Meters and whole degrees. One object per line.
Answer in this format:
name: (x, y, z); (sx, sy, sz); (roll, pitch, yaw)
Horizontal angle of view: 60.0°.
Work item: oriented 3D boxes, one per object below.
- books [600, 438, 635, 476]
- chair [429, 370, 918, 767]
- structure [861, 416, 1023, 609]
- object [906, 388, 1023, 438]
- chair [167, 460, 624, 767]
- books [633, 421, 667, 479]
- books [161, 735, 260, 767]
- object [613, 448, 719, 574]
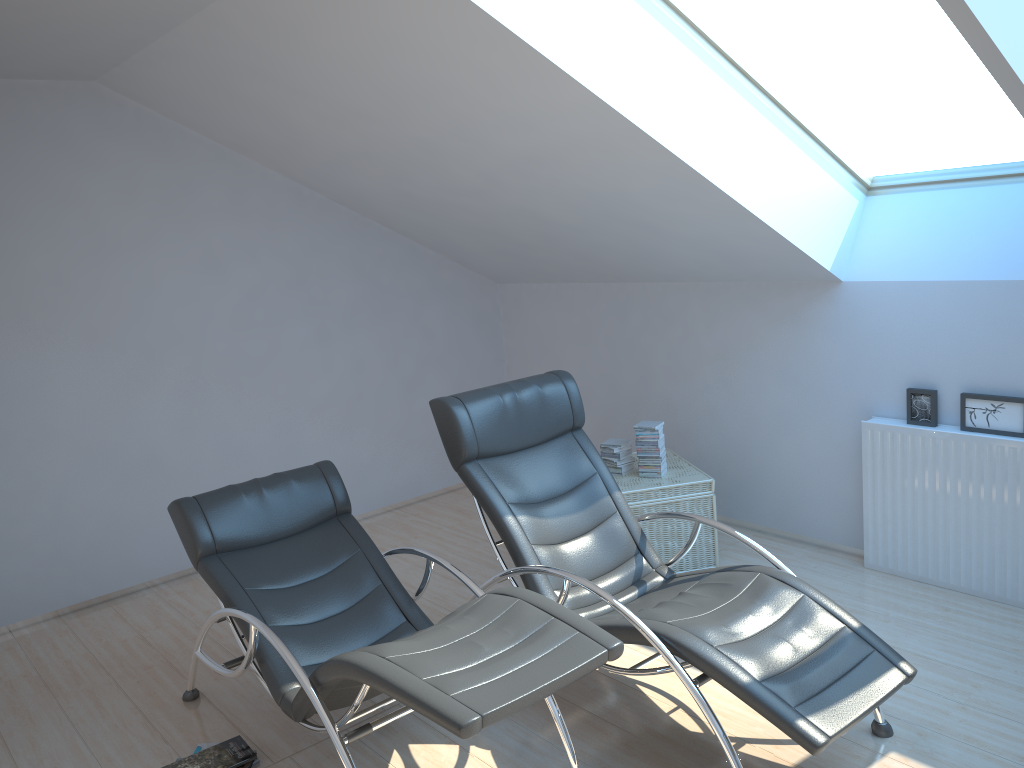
books: (0.600, 0.419, 5.061); (0.162, 0.184, 0.165); (-14, 13, -39)
chair: (0.512, 0.673, 3.527); (0.836, 1.251, 1.938); (-13, 13, -38)
structure: (2.293, 0.626, 4.152); (0.120, 0.800, 1.324); (-13, 13, -38)
object: (2.248, 0.144, 4.108); (0.030, 0.180, 0.846); (-13, 13, -38)
chair: (-0.546, 0.956, 3.348); (0.836, 0.953, 2.114); (-13, 13, -38)
books: (0.770, 0.367, 4.933); (0.149, 0.300, 0.149); (-1, 11, 22)
books: (0.842, 1.387, 2.343); (4.790, 0.222, 1.045); (-2, 11, 18)
object: (0.689, 0.744, 5.111); (0.745, 0.518, 0.744); (-7, 10, -8)
